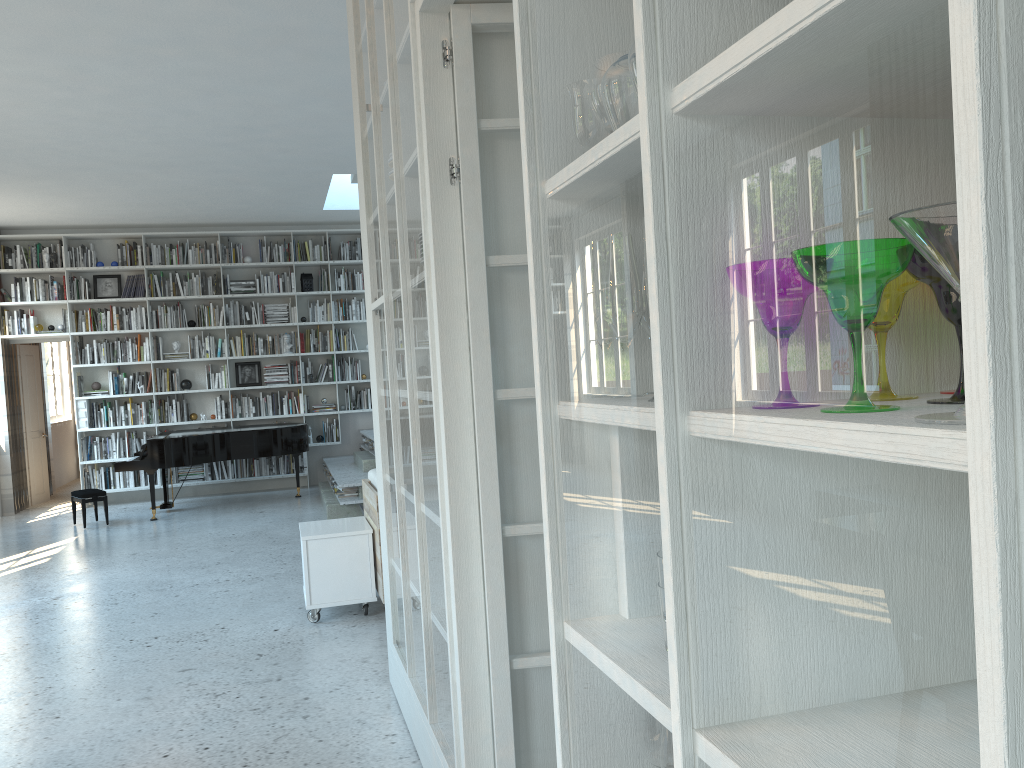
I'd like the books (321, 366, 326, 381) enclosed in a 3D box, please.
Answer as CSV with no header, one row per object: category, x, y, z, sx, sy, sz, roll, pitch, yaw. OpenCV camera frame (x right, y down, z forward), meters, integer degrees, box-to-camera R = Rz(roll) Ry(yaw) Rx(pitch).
books,-2.343,-0.127,10.999,0.090,0.215,0.139,-4,2,-15

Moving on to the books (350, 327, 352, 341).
books,-2.017,-0.562,11.110,0.011,0.300,0.088,-4,2,-15

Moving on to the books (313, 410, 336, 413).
books,-2.314,0.339,10.946,0.285,0.012,0.159,-4,1,-12

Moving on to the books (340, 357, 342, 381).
books,-2.129,-0.183,11.042,0.018,0.295,0.177,-4,2,-15

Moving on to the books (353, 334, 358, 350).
books,-1.960,-0.518,11.063,0.051,0.210,0.176,-4,2,-15

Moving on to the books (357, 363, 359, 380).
books,-1.932,-0.152,11.093,0.014,0.207,0.180,-4,2,-15

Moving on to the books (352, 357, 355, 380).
books,-1.982,-0.187,11.092,0.006,0.285,0.159,-4,2,-15

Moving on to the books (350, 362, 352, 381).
books,-2.021,-0.166,11.080,0.007,0.247,0.153,-4,2,-15

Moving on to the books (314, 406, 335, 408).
books,-2.316,0.278,10.937,0.254,0.012,0.161,-4,1,-15

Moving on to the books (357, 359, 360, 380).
books,-1.921,-0.179,11.100,0.014,0.261,0.142,-4,2,-15

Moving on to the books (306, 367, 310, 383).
books,-2.515,-0.106,10.926,0.027,0.192,0.182,-4,2,-15

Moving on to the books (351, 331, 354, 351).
books,-1.997,-0.539,11.081,0.007,0.254,0.161,-4,2,-15

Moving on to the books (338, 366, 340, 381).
books,-2.154,-0.128,11.041,0.015,0.188,0.168,-4,2,-15

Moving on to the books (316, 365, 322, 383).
books,-2.393,-0.127,10.976,0.088,0.220,0.138,-4,2,-15

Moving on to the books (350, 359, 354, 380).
books,-1.997,-0.177,11.072,0.012,0.267,0.183,-4,2,-15

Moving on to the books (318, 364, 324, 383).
books,-2.372,-0.130,10.988,0.095,0.226,0.144,-4,2,-15

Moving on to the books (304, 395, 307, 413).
books,-2.551,0.244,10.947,0.027,0.229,0.141,-4,2,-15

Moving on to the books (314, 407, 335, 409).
books,-2.317,0.290,10.948,0.254,0.012,0.161,-4,1,-10

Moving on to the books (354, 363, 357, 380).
books,-1.961,-0.158,11.098,0.008,0.223,0.133,-4,2,-15

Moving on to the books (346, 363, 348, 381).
books,-2.060,-0.152,11.043,0.011,0.226,0.188,-4,2,-15

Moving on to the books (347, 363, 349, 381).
books,-2.052,-0.149,11.059,0.013,0.218,0.160,-4,2,-15

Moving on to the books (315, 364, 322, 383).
books,-2.397,-0.129,10.955,0.095,0.228,0.190,-4,2,-15

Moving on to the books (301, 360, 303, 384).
books,-2.593,-0.148,10.929,0.012,0.285,0.159,-4,2,-15

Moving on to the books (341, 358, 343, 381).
books,-2.117,-0.177,11.044,0.006,0.281,0.155,-4,2,-15

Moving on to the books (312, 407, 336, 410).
books,-2.316,0.303,10.945,0.285,0.012,0.159,-4,1,-12

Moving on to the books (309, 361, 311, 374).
books,-2.492,-0.145,10.957,0.012,0.266,0.157,-4,2,-15

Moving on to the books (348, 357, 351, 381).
books,-2.027,-0.190,11.058,0.014,0.297,0.175,-4,2,-15

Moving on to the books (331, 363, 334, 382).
books,-2.233,-0.142,11.012,0.021,0.226,0.148,-4,2,-15

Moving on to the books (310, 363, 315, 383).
books,-2.469,-0.138,10.963,0.035,0.248,0.141,-4,2,-15

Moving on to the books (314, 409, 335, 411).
books,-2.315,0.315,10.947,0.254,0.012,0.161,-4,1,-9

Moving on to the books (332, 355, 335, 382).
books,-2.218,-0.192,11.012,0.014,0.325,0.182,-4,2,-15

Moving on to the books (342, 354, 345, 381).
books,-2.105,-0.208,11.064,0.007,0.342,0.149,-4,2,-15

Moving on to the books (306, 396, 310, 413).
books,-2.523,0.251,10.957,0.030,0.210,0.136,-4,2,-15

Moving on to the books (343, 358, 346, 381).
books,-2.084,-0.180,11.045,0.005,0.284,0.159,-4,2,-15

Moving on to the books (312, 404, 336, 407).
books,-2.318,0.266,10.946,0.285,0.012,0.159,-4,1,-11

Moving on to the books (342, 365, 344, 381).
books,-2.108,-0.139,11.054,0.013,0.204,0.154,-4,2,-15

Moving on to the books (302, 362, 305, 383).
books,-2.575,-0.138,10.934,0.024,0.263,0.154,-4,2,-15

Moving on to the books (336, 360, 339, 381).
books,-2.166,-0.166,11.027,0.010,0.266,0.158,-4,2,-15

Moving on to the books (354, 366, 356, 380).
books,-1.969,-0.135,11.095,0.013,0.179,0.140,-4,2,-15

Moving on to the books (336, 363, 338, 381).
books,-2.176,-0.145,11.031,0.012,0.226,0.147,-4,2,-15

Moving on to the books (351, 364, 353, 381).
books,-2.010,-0.145,11.081,0.013,0.203,0.167,-4,2,-15

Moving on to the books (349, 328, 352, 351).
books,-2.017,-0.554,11.067,0.013,0.287,0.158,-4,2,-15

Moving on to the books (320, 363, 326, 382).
books,-2.345,-0.139,10.988,0.094,0.238,0.149,-4,2,-15

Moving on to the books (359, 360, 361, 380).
books,-1.908,-0.175,11.104,0.013,0.251,0.172,-4,2,-15

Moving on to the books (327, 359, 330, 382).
books,-2.281,-0.168,11.008,0.013,0.286,0.138,-4,2,-15

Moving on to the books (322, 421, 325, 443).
books,-2.319,0.587,10.911,0.005,0.264,0.162,-4,2,-15

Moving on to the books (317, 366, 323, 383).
books,-2.381,-0.121,10.964,0.089,0.210,0.175,-4,2,-15

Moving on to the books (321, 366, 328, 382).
books,-2.327,-0.122,10.992,0.091,0.205,0.169,-4,2,-15

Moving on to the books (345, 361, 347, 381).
books,-2.075,-0.163,11.050,0.013,0.249,0.165,-4,2,-15

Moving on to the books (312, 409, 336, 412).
books,-2.315,0.327,10.950,0.285,0.012,0.159,-4,1,-10

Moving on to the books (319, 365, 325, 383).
books,-2.360,-0.124,10.986,0.090,0.212,0.143,-4,2,-15

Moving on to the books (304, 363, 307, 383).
books,-2.549,-0.135,10.937,0.028,0.253,0.142,-4,2,-15

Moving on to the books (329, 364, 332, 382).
books,-2.254,-0.138,10.994,0.029,0.223,0.171,-4,2,-15

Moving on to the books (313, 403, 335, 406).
books,-2.318,0.254,10.939,0.254,0.012,0.161,-3,1,-6

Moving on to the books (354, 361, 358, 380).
books,-1.948,-0.166,11.091,0.015,0.238,0.176,-4,2,-15

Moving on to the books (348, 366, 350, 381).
books,-2.037,-0.134,11.058,0.013,0.186,0.183,-4,2,-15

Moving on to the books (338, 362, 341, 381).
books,-2.145,-0.154,11.052,0.011,0.239,0.136,-4,2,-15

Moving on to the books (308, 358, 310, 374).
books,-2.503,-0.165,10.944,0.013,0.307,0.141,-4,2,-15

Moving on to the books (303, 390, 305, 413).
books,-2.571,0.217,10.941,0.012,0.285,0.159,-4,2,-15
